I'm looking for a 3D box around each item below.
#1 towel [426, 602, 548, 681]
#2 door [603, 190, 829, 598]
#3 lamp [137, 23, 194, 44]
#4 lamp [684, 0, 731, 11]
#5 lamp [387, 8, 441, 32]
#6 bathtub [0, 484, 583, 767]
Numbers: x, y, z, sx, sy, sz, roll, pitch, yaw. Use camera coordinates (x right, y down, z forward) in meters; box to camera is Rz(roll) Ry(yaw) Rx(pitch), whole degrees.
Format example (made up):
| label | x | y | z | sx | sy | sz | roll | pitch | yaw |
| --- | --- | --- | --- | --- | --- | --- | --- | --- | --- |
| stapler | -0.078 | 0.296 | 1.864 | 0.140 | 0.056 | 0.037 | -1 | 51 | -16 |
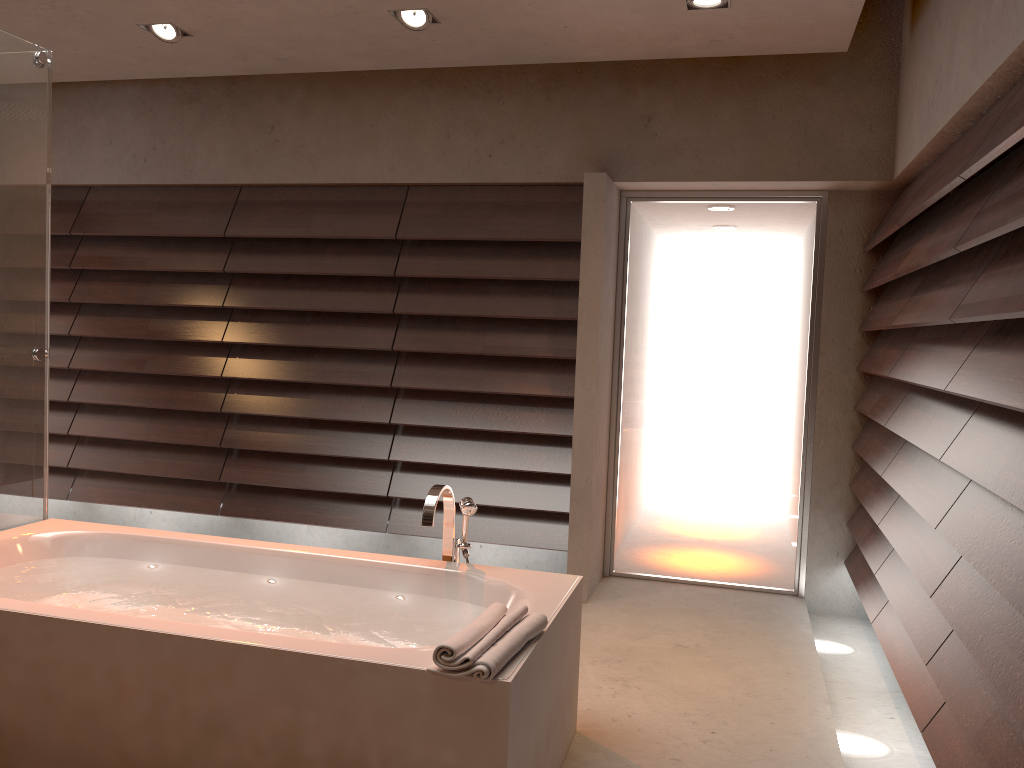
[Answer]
| label | x | y | z | sx | sy | sz | roll | pitch | yaw |
| --- | --- | --- | --- | --- | --- | --- | --- | --- | --- |
| towel | -0.049 | 0.598 | 2.105 | 0.159 | 0.068 | 0.396 | 4 | 4 | 21 |
| door | 1.015 | 0.035 | 4.507 | 1.007 | 2.000 | 0.090 | 3 | 3 | 15 |
| lamp | -1.500 | -1.545 | 3.837 | 0.165 | 0.110 | 0.170 | 3 | 3 | 15 |
| lamp | 0.719 | -1.429 | 3.262 | 0.165 | 0.051 | 0.170 | 3 | 3 | 15 |
| lamp | -0.390 | -1.484 | 3.549 | 0.165 | 0.110 | 0.170 | 3 | 3 | 15 |
| bathtub | -0.849 | 0.690 | 2.660 | 2.000 | 0.761 | 0.994 | 3 | 3 | 15 |
